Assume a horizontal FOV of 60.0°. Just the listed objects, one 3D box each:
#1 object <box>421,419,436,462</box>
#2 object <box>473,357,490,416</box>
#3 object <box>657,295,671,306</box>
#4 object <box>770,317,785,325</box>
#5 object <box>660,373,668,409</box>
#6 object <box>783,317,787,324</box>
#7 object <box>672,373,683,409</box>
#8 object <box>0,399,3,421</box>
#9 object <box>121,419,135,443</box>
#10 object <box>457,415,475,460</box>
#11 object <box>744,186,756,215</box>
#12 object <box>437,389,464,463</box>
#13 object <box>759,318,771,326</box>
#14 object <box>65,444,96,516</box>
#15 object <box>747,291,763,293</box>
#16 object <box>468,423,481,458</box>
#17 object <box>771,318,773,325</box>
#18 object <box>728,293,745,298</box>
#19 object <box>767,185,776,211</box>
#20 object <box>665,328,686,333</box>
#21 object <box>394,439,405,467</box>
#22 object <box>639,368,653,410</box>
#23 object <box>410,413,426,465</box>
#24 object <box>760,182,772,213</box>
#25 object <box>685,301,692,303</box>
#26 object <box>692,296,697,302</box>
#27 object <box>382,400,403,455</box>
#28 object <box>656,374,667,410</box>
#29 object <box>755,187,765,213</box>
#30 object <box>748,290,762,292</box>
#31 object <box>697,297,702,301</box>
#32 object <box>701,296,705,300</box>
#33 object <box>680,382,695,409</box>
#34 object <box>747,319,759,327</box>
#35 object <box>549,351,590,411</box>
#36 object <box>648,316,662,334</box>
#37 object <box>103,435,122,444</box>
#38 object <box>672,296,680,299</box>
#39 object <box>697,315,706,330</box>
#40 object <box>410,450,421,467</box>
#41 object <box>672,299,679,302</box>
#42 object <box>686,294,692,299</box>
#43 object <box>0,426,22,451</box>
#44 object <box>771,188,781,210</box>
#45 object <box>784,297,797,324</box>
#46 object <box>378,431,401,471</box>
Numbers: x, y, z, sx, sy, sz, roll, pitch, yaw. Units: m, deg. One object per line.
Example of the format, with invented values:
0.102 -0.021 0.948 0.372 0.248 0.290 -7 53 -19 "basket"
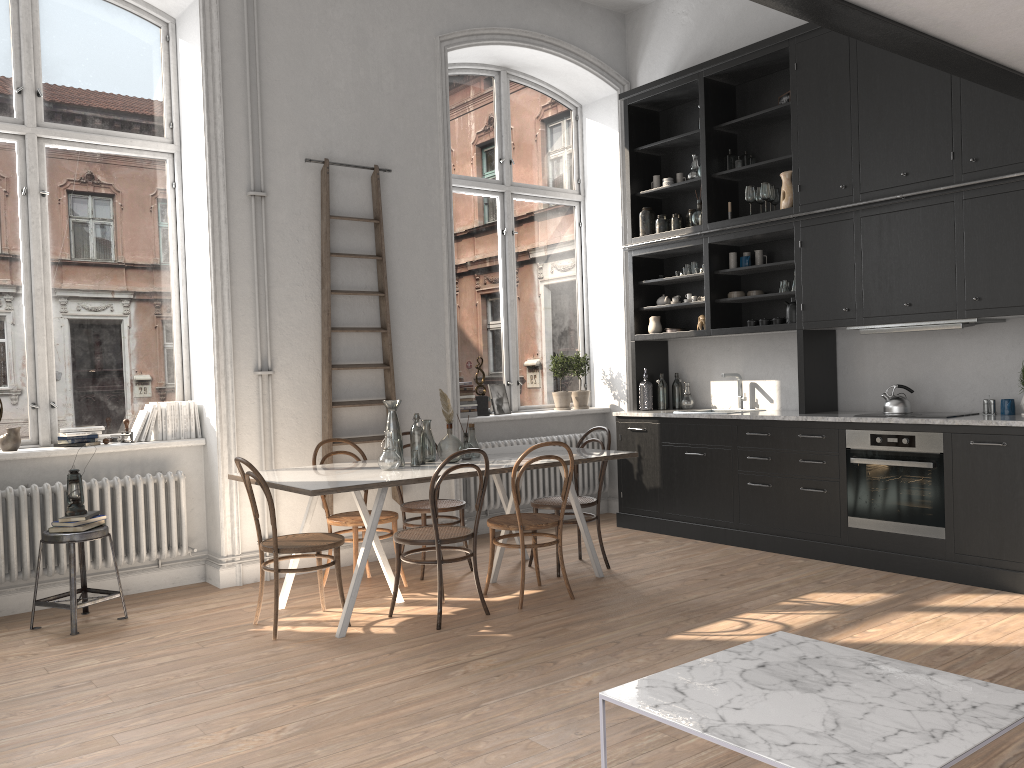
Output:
-0.513 0.344 5.374 0.100 0.255 0.098 -1 1 29 "object"
-0.260 0.019 7.293 0.122 0.488 0.102 -2 1 -13 "object"
1.263 -0.692 7.380 0.125 0.100 0.140 -1 1 34 "object"
1.920 -0.454 6.387 0.104 0.059 0.088 -2 1 -29 "object"
1.268 0.061 7.474 0.086 0.301 0.086 -2 1 -23 "object"
1.992 -0.458 6.492 0.104 0.059 0.088 -2 1 16 "object"
1.384 0.058 7.429 0.086 0.301 0.086 -2 1 8 "object"
-3.097 0.187 5.070 0.347 0.425 0.087 -2 1 -5 "object"
-2.411 0.294 5.552 0.088 0.153 0.048 -1 1 22 "object"
-0.284 0.321 5.448 0.106 0.283 0.107 -3 2 -43 "object"
1.743 -1.332 6.481 0.083 0.221 0.083 -2 1 -6 "object"
-0.372 0.245 5.280 0.156 0.446 0.157 -2 1 -20 "object"
1.842 -0.452 6.453 0.104 0.059 0.088 -1 1 31 "object"
-2.418 0.533 4.955 0.154 0.383 0.163 -1 1 26 "object"
1.850 -0.680 6.735 0.123 0.036 0.123 -1 1 40 "object"
-0.250 0.354 5.570 0.101 0.212 0.101 -2 1 2 "object"
1.925 -0.457 6.573 0.088 0.059 0.104 -2 1 -9 "object"
-0.830 0.339 5.524 5.826 1.842 0.792 -2 1 -33 "object"
1.885 -1.336 6.466 0.083 0.221 0.083 -3 2 -39 "object"
1.339 -0.434 7.257 0.180 0.037 0.180 -1 1 37 "object"
-0.667 0.401 5.162 0.083 0.158 0.083 -3 2 -42 "object"
1.107 0.042 7.331 0.109 0.349 0.109 -1 1 33 "object"
-0.559 0.324 5.247 0.086 0.301 0.086 -1 2 38 "object"
1.825 -1.333 6.379 0.083 0.221 0.083 -2 1 9 "object"
1.426 -0.652 7.111 0.085 0.015 0.085 -1 1 39 "object"
1.446 -0.671 7.052 0.049 0.054 0.039 -2 1 -12 "object"
-0.707 0.288 5.274 0.116 0.383 0.116 -3 1 -27 "object"
1.241 0.064 7.353 0.086 0.301 0.086 -1 2 38 "object"
1.835 -1.335 6.531 0.083 0.221 0.083 -1 2 44 "object"
1.850 -0.688 6.734 0.112 0.036 0.112 -2 1 5 "object"
1.502 -0.672 7.048 0.049 0.041 0.056 -1 1 25 "object"
1.524 -0.677 7.033 0.048 0.041 0.058 -1 1 30 "object"
1.446 0.096 7.317 0.132 0.219 0.120 -3 1 -38 "object"
1.779 -0.452 6.547 0.104 0.059 0.088 -1 1 41 "object"
0.515 -0.033 7.898 0.234 0.524 0.500 -1 1 42 "object"
1.186 -0.485 7.338 0.115 0.144 0.127 -1 1 31 "object"
-2.511 0.349 5.545 0.088 0.048 0.153 -2 1 2 "object"
1.337 -0.698 7.238 0.055 0.047 0.058 -2 1 -23 "object"
1.487 -0.479 6.924 0.069 0.123 0.173 -2 1 -6 "object"
-0.559 0.429 5.126 0.058 0.094 0.058 -2 1 -10 "object"
1.337 -0.678 7.238 0.056 0.033 0.058 -1 1 27 "object"
1.422 -0.696 7.116 0.039 0.055 0.049 -2 1 -17 "object"
-2.938 0.321 5.189 0.102 0.142 0.100 -1 1 27 "object"
1.953 -1.340 6.584 0.083 0.221 0.083 -2 1 -6 "object"
2.014 -0.522 6.299 0.124 0.192 0.129 -2 1 -10 "object"
-0.691 0.373 4.983 0.132 0.219 0.132 -1 2 42 "object"
